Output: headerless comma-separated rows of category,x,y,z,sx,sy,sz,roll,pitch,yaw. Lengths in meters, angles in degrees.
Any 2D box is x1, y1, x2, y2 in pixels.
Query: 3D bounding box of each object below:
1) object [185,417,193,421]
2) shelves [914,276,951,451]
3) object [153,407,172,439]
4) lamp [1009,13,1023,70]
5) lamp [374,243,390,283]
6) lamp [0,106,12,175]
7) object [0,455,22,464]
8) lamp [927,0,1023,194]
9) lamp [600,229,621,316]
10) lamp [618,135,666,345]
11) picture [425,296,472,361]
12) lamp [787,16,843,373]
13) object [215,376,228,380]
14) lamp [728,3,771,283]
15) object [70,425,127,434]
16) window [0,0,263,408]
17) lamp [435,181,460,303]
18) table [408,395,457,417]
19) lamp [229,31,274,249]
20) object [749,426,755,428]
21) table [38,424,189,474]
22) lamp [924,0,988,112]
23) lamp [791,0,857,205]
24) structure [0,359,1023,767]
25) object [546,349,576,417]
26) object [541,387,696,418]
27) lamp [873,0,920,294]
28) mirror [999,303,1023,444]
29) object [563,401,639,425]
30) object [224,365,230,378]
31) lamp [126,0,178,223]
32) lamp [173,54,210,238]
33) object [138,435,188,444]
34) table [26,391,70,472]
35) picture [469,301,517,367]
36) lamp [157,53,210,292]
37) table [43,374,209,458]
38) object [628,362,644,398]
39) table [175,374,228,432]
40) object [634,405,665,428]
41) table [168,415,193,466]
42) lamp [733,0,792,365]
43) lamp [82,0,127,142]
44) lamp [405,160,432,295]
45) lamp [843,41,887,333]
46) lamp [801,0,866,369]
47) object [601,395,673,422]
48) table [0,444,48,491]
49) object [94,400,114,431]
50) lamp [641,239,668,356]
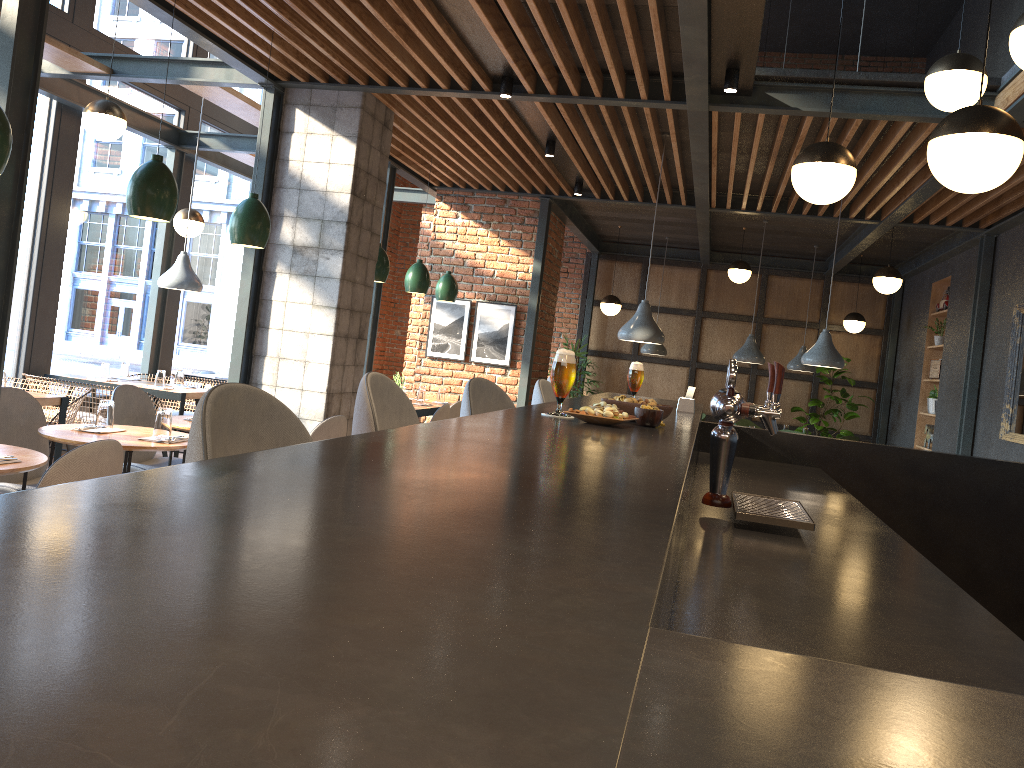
object,-1.725,0.198,5.012,0.158,0.019,0.242,7,2,18
shelves,4.774,0.196,9.845,0.285,2.707,0.835,7,0,13
object,-1.609,0.179,4.091,0.080,0.138,0.080,7,0,-38
lamp,2.197,-3.030,3.294,0.268,3.796,0.269,7,-1,-23
lamp,-0.949,-1.795,6.836,0.224,2.023,0.223,7,-1,16
lamp,-1.781,-1.757,3.126,0.224,2.023,0.223,7,-1,16
object,-1.834,0.258,3.046,0.157,0.019,0.242,7,2,16
lamp,1.644,-2.478,2.771,0.268,3.796,0.268,7,-1,3
lamp,1.475,-2.758,11.384,0.267,3.796,0.269,7,-1,-34
lamp,1.226,-2.543,6.652,0.352,4.492,0.354,7,-1,-42
picture,-0.657,-0.572,9.129,0.430,0.631,0.015,7,-1,13
lamp,3.879,-2.393,11.100,0.352,4.492,0.354,7,-1,-42
object,-2.976,-0.063,9.220,0.243,0.019,0.157,7,2,12
lamp,2.876,-3.065,10.406,0.268,3.796,0.268,7,-1,-8
object,-1.922,0.207,4.140,0.157,0.019,0.242,7,2,9
window,-3.862,-2.571,6.505,0.127,5.600,8.712,7,1,12
lamp,-0.532,-1.814,8.692,0.224,2.023,0.223,7,-1,16
table,-1.062,0.552,7.766,0.659,0.765,2.770,7,2,13
lamp,-1.364,-1.776,4.982,0.224,2.023,0.223,7,-1,16
object,2.651,0.534,9.814,0.080,0.138,0.080,7,0,-40
table,-1.840,0.605,4.087,0.697,0.747,0.701,6,1,-35
lamp,2.302,-3.173,4.204,0.269,3.796,0.268,7,-1,18
lamp,1.555,-2.661,3.851,0.268,3.796,0.268,7,-1,15
structure,1.343,0.726,2.159,2.920,1.397,4.916,7,2,13
object,0.137,-0.005,2.419,0.070,0.183,0.070,7,0,33
object,0.436,0.048,3.069,0.322,0.106,1.508,7,2,16
lamp,3.884,-2.764,8.694,0.268,3.796,0.268,7,-1,-15
mirror,3.942,-0.089,6.779,0.061,1.086,0.767,7,0,12
object,0.257,0.080,2.372,0.164,0.052,0.291,7,2,21
object,-2.956,-0.128,9.242,0.080,0.138,0.080,7,0,44
lamp,-1.559,-1.767,4.113,0.224,2.023,0.223,7,-1,16
lamp,-2.758,-3.227,8.150,0.268,3.796,0.268,7,-1,-19
object,-1.598,0.248,4.066,0.157,0.019,0.242,7,2,9
table,-3.607,0.361,5.579,1.273,0.706,0.657,7,1,13
picture,-0.192,-0.513,9.022,0.430,0.631,0.015,7,-1,13
lamp,-2.473,-3.007,7.325,0.352,4.492,0.353,7,-1,-25
table,-3.190,0.342,7.441,1.273,0.706,0.657,7,1,13
object,0.525,-0.007,3.782,0.070,0.178,0.070,7,0,16
table,-2.769,0.323,9.315,1.273,0.706,0.657,7,1,13
object,0.379,0.088,2.439,0.078,0.060,0.107,7,1,21
table,-1.645,0.596,4.956,0.701,0.747,0.698,7,1,23
lamp,2.869,-2.464,9.780,0.352,4.492,0.354,7,-1,-42
lamp,-2.470,-3.482,5.844,0.267,3.796,0.269,7,-1,-34
lamp,-0.727,-1.805,7.823,0.224,2.023,0.223,7,-1,16
lamp,4.612,-2.538,11.414,0.267,3.796,0.269,7,-1,-34
lamp,2.891,-2.378,7.530,0.352,4.492,0.354,7,-1,-42
object,0.368,0.073,2.612,0.168,0.073,0.168,8,2,33
table,-2.062,0.615,3.099,0.697,0.747,0.701,6,1,-31
object,-1.893,0.145,4.125,0.080,0.138,0.080,7,0,22
lamp,2.156,-2.625,11.861,0.352,4.492,0.354,7,-1,-42
